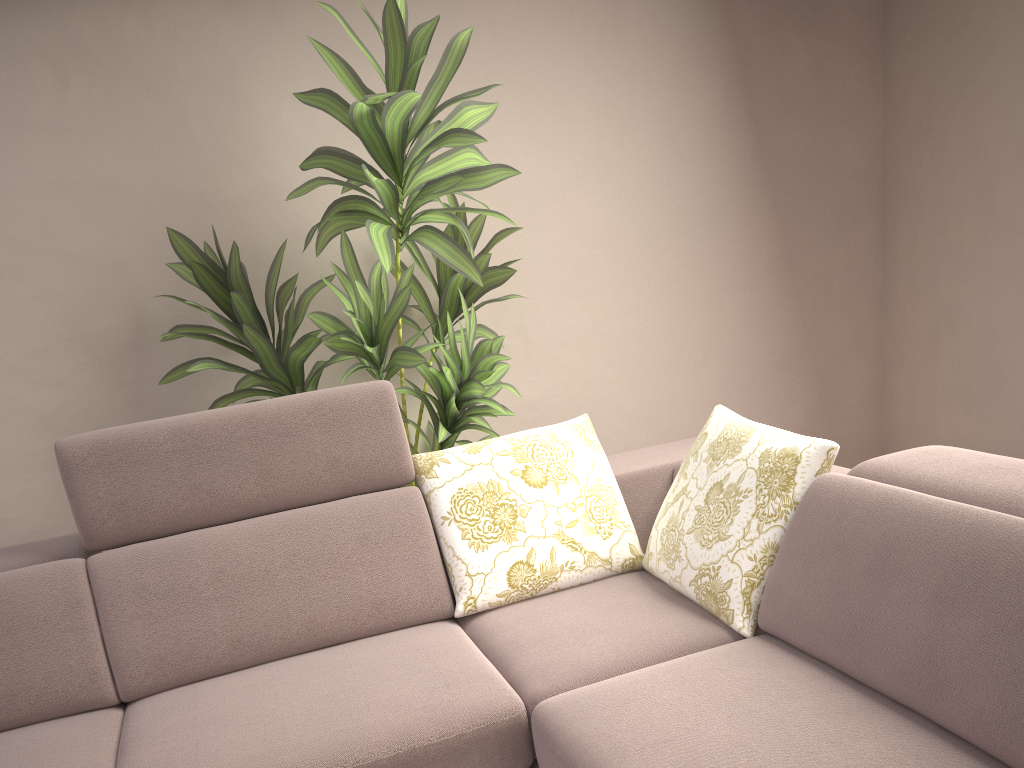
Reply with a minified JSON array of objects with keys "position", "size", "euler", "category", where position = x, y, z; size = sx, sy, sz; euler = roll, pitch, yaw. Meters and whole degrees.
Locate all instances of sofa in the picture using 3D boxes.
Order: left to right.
[{"position":[-0.482,0.627,1.529],"size":[3.108,1.023,2.040],"euler":[-11,10,-17],"category":"sofa"}]
